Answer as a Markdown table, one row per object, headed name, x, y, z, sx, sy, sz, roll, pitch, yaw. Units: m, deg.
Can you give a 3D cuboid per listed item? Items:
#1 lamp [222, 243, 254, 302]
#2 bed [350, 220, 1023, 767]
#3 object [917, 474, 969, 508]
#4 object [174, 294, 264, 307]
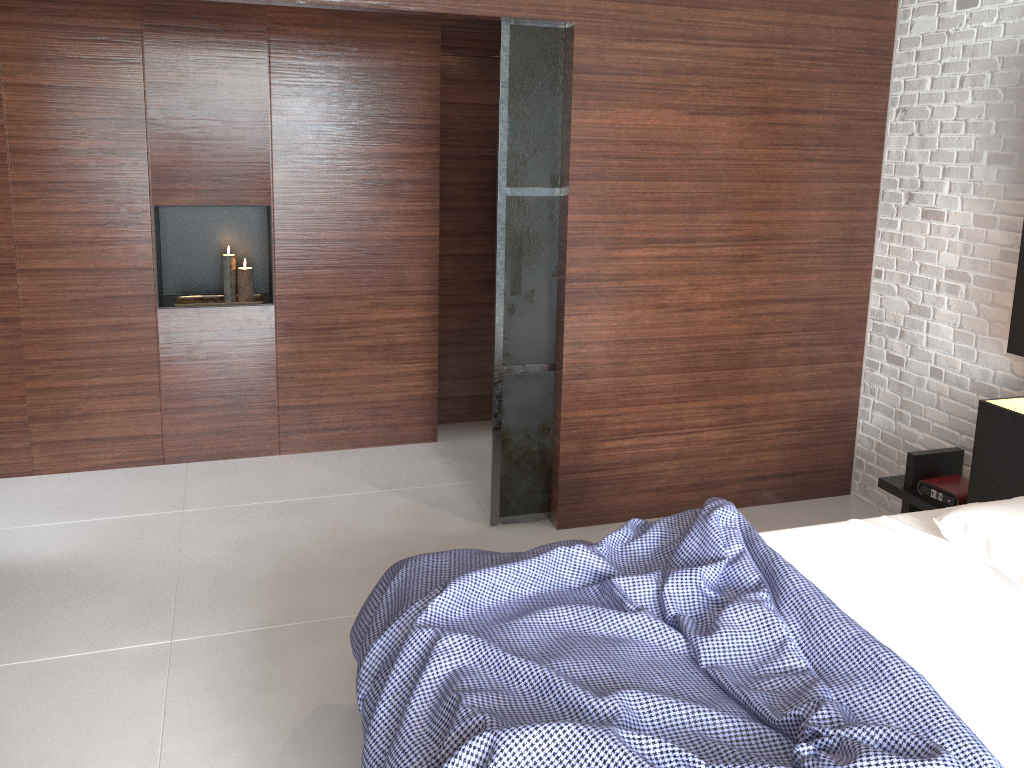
| name | x | y | z | sx | sy | sz | roll | pitch | yaw |
| --- | --- | --- | --- | --- | --- | --- | --- | --- | --- |
| lamp | -1.382 | -0.560 | 4.455 | 0.153 | 0.293 | 0.078 | 2 | 11 | 5 |
| bed | 0.962 | 0.094 | 2.017 | 2.611 | 2.010 | 2.601 | -3 | 14 | -18 |
| object | 1.714 | 0.426 | 3.425 | 0.185 | 0.082 | 0.199 | -5 | 16 | -22 |
| object | -1.475 | -0.421 | 4.460 | 0.427 | 0.020 | 0.234 | -4 | 16 | -18 |
